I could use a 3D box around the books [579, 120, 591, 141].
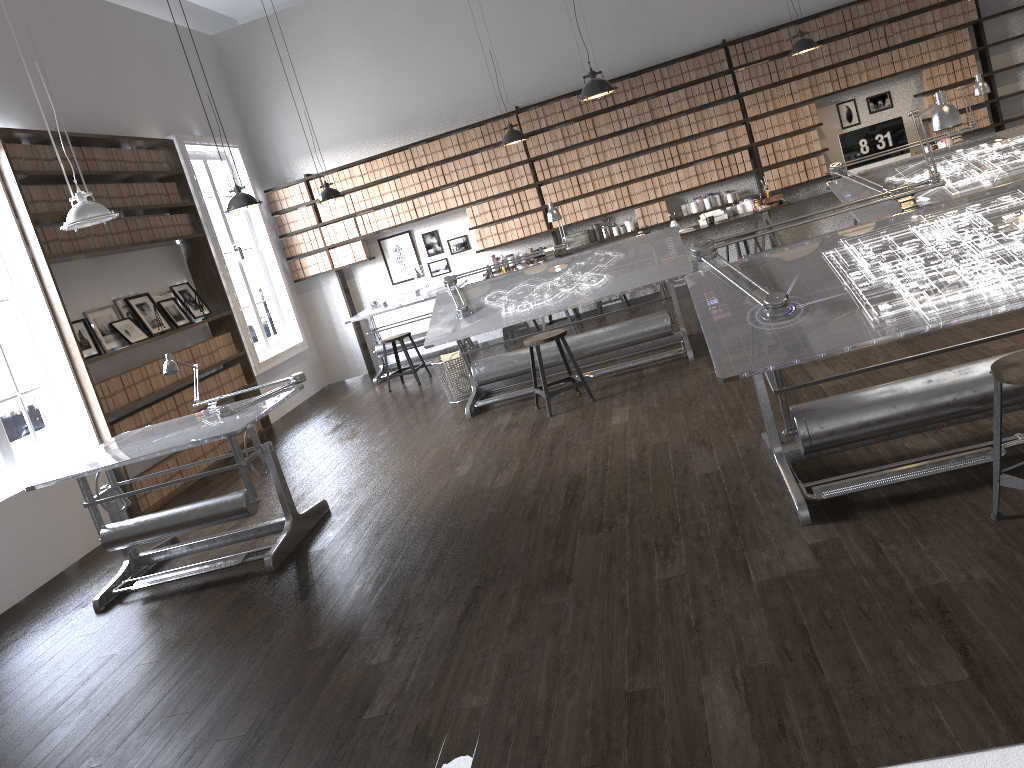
[{"bbox_3d":[0.811,-2.802,9.817,0.066,0.224,0.176,-15,9,11],"label":"books"}]

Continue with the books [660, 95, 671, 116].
[{"bbox_3d":[1.674,-3.029,9.651,0.067,0.224,0.176,-15,9,11],"label":"books"}]

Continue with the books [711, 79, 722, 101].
[{"bbox_3d":[2.203,-3.168,9.552,0.067,0.224,0.176,-15,9,11],"label":"books"}]

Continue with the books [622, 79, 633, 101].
[{"bbox_3d":[1.266,-3.203,9.676,0.066,0.224,0.176,-15,9,11],"label":"books"}]

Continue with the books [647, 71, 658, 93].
[{"bbox_3d":[1.529,-3.272,9.623,0.067,0.224,0.176,-15,9,11],"label":"books"}]

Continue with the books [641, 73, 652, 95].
[{"bbox_3d":[1.469,-3.257,9.639,0.066,0.224,0.176,-15,9,11],"label":"books"}]

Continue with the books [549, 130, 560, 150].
[{"bbox_3d":[0.482,-2.715,9.877,0.066,0.224,0.176,-15,9,11],"label":"books"}]

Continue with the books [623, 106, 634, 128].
[{"bbox_3d":[1.283,-2.925,9.724,0.067,0.224,0.176,-15,9,11],"label":"books"}]

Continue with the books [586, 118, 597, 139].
[{"bbox_3d":[0.882,-2.820,9.799,0.067,0.224,0.176,-15,9,11],"label":"books"}]

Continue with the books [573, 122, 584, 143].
[{"bbox_3d":[0.743,-2.783,9.825,0.066,0.224,0.176,-15,9,11],"label":"books"}]

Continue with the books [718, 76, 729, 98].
[{"bbox_3d":[2.274,-3.188,9.545,0.066,0.224,0.176,-15,9,11],"label":"books"}]

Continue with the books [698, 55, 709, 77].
[{"bbox_3d":[2.057,-3.411,9.525,0.067,0.224,0.176,-15,9,11],"label":"books"}]

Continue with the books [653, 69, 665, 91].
[{"bbox_3d":[1.597,-3.290,9.611,0.066,0.224,0.176,-15,9,11],"label":"books"}]

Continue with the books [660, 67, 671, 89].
[{"bbox_3d":[1.666,-3.309,9.601,0.066,0.224,0.176,-15,9,11],"label":"books"}]

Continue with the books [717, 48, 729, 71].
[{"bbox_3d":[2.256,-3.464,9.490,0.066,0.224,0.176,-15,9,11],"label":"books"}]

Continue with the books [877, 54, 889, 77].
[{"bbox_3d":[3.877,-3.337,9.295,0.066,0.224,0.176,-15,9,11],"label":"books"}]

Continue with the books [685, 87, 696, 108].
[{"bbox_3d":[1.930,-3.097,9.608,0.066,0.224,0.176,-15,9,11],"label":"books"}]

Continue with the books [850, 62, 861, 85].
[{"bbox_3d":[3.604,-3.264,9.342,0.066,0.224,0.176,-15,9,11],"label":"books"}]

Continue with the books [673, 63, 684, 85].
[{"bbox_3d":[1.799,-3.344,9.578,0.066,0.224,0.176,-15,9,11],"label":"books"}]

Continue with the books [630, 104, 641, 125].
[{"bbox_3d":[1.352,-2.944,9.713,0.066,0.224,0.176,-15,9,11],"label":"books"}]

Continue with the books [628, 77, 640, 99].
[{"bbox_3d":[1.332,-3.221,9.667,0.066,0.224,0.176,-15,9,11],"label":"books"}]

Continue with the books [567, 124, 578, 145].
[{"bbox_3d":[0.677,-2.766,9.842,0.066,0.224,0.176,-15,9,11],"label":"books"}]

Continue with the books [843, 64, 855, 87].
[{"bbox_3d":[3.542,-3.249,9.360,0.066,0.224,0.176,-15,9,11],"label":"books"}]

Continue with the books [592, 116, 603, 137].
[{"bbox_3d":[0.953,-2.839,9.791,0.066,0.224,0.176,-15,9,11],"label":"books"}]

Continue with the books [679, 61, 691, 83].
[{"bbox_3d":[1.865,-3.361,9.562,0.067,0.224,0.176,-15,9,11],"label":"books"}]

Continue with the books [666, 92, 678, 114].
[{"bbox_3d":[1.743,-3.047,9.640,0.066,0.224,0.176,-15,9,11],"label":"books"}]

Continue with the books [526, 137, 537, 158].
[{"bbox_3d":[0.220,-2.646,9.928,0.066,0.224,0.176,-15,9,11],"label":"books"}]

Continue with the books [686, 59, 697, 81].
[{"bbox_3d":[1.935,-3.379,9.551,0.066,0.224,0.176,-15,9,11],"label":"books"}]

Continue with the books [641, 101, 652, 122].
[{"bbox_3d":[1.474,-2.976,9.687,0.067,0.224,0.176,-15,9,11],"label":"books"}]

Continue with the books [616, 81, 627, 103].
[{"bbox_3d":[1.196,-3.184,9.685,0.066,0.224,0.176,-15,9,11],"label":"books"}]

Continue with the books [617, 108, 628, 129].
[{"bbox_3d":[1.212,-2.907,9.739,0.066,0.224,0.176,-15,9,11],"label":"books"}]

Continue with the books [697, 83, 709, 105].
[{"bbox_3d":[2.064,-3.132,9.579,0.066,0.224,0.176,-15,9,11],"label":"books"}]

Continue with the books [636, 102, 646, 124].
[{"bbox_3d":[1.412,-2.960,9.704,0.066,0.224,0.176,-15,9,11],"label":"books"}]

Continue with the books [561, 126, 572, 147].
[{"bbox_3d":[0.609,-2.749,9.854,0.066,0.224,0.176,-15,9,11],"label":"books"}]

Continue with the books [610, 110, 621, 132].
[{"bbox_3d":[1.143,-2.888,9.749,0.066,0.224,0.176,-15,9,11],"label":"books"}]

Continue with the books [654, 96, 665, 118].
[{"bbox_3d":[1.607,-3.012,9.667,0.066,0.224,0.176,-15,9,11],"label":"books"}]

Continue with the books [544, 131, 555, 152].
[{"bbox_3d":[0.422,-2.699,9.886,0.066,0.224,0.176,-15,9,11],"label":"books"}]

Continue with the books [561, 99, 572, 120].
[{"bbox_3d":[0.604,-3.028,9.799,0.066,0.224,0.176,-15,9,11],"label":"books"}]

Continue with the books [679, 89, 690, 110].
[{"bbox_3d":[1.866,-3.079,9.614,0.067,0.224,0.176,-15,9,11],"label":"books"}]

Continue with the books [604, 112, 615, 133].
[{"bbox_3d":[1.074,-2.870,9.761,0.067,0.224,0.176,-15,9,11],"label":"books"}]

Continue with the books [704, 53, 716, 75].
[{"bbox_3d":[2.122,-3.429,9.519,0.066,0.224,0.176,-15,9,11],"label":"books"}]

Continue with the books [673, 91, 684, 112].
[{"bbox_3d":[1.803,-3.063,9.631,0.066,0.224,0.176,-15,9,11],"label":"books"}]

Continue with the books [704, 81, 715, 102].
[{"bbox_3d":[2.132,-3.151,9.571,0.066,0.224,0.176,-15,9,11],"label":"books"}]

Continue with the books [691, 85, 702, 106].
[{"bbox_3d":[1.998,-3.115,9.596,0.066,0.224,0.176,-15,9,11],"label":"books"}]

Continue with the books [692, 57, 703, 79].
[{"bbox_3d":[1.994,-3.396,9.542,0.066,0.224,0.176,-15,9,11],"label":"books"}]

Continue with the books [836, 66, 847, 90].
[{"bbox_3d":[3.471,-3.229,9.368,0.067,0.224,0.176,-15,9,11],"label":"books"}]

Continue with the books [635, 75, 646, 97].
[{"bbox_3d":[1.398,-3.238,9.653,0.066,0.224,0.176,-15,9,11],"label":"books"}]

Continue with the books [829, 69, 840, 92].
[{"bbox_3d":[3.401,-3.212,9.386,0.066,0.224,0.176,-15,9,11],"label":"books"}]

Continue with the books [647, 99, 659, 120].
[{"bbox_3d":[1.541,-2.995,9.682,0.066,0.224,0.176,-15,9,11],"label":"books"}]

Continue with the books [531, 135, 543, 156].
[{"bbox_3d":[0.286,-2.663,9.914,0.066,0.224,0.176,-15,9,11],"label":"books"}]

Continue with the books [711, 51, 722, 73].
[{"bbox_3d":[2.189,-3.447,9.507,0.066,0.224,0.176,-15,9,11],"label":"books"}]

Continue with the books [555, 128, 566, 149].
[{"bbox_3d":[0.544,-2.730,9.861,0.067,0.224,0.176,-15,9,11],"label":"books"}]

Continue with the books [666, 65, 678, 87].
[{"bbox_3d":[1.733,-3.327,9.593,0.066,0.224,0.176,-15,9,11],"label":"books"}]

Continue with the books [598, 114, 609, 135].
[{"bbox_3d":[1.015,-2.855,9.777,0.066,0.224,0.176,-15,9,11],"label":"books"}]

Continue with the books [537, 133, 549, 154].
[{"bbox_3d":[0.353,-2.680,9.897,0.067,0.224,0.176,-15,9,11],"label":"books"}]

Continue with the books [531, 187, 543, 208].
[{"bbox_3d":[0.281,-2.107,10.014,0.067,0.224,0.176,-15,9,11],"label":"books"}]

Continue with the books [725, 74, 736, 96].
[{"bbox_3d":[2.346,-3.206,9.529,0.066,0.224,0.176,-15,9,11],"label":"books"}]
